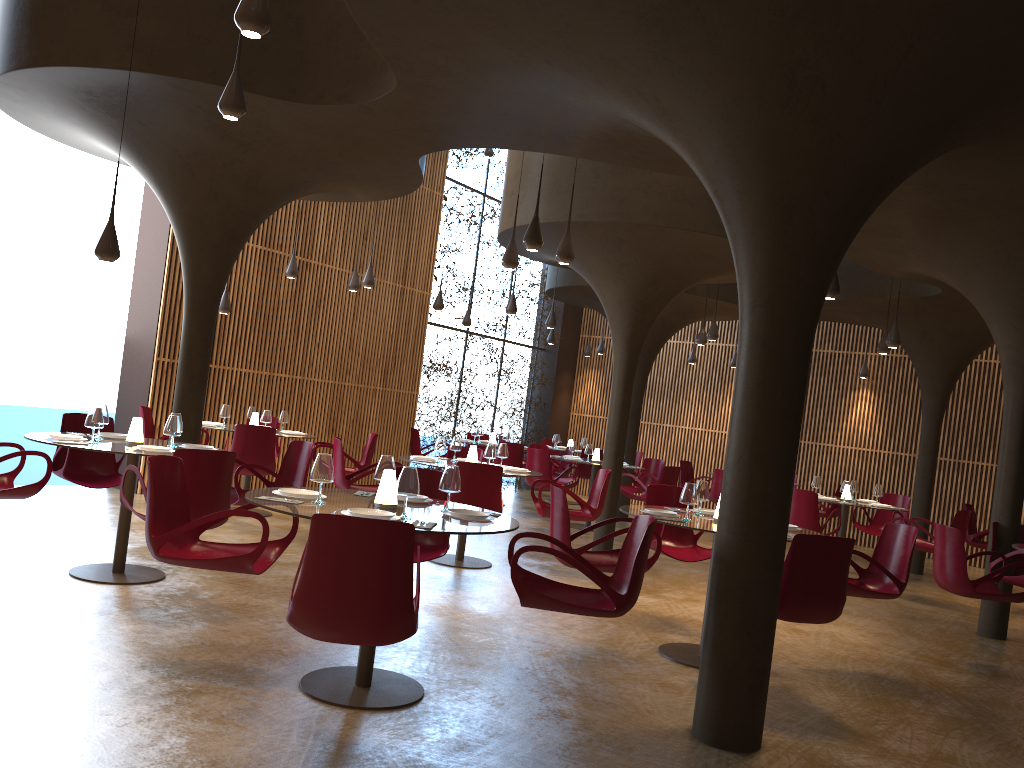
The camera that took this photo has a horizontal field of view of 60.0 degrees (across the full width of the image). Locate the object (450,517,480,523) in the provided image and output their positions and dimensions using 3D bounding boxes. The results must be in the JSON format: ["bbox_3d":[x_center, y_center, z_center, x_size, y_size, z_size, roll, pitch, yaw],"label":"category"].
[{"bbox_3d":[-0.270,0.817,5.473,0.204,0.012,0.411,7,-2,5],"label":"object"}]

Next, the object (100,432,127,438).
[{"bbox_3d":[-3.598,0.465,8.003,0.263,0.029,0.263,7,-2,13],"label":"object"}]

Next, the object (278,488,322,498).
[{"bbox_3d":[-1.307,0.676,5.461,0.263,0.029,0.263,8,-2,-27],"label":"object"}]

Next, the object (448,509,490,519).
[{"bbox_3d":[-0.269,0.806,5.477,0.263,0.029,0.263,6,-2,28],"label":"object"}]

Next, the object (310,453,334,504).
[{"bbox_3d":[-1.135,0.564,5.290,0.142,0.295,0.141,8,-1,-41],"label":"object"}]

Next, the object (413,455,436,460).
[{"bbox_3d":[-1.012,0.855,10.233,0.263,0.029,0.263,7,-2,8],"label":"object"}]

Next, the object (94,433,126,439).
[{"bbox_3d":[-3.600,0.475,8.003,0.332,0.014,0.332,7,-2,-3],"label":"object"}]

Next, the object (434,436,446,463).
[{"bbox_3d":[-0.820,0.746,10.082,0.141,0.295,0.142,7,-1,31],"label":"object"}]

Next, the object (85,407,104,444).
[{"bbox_3d":[-3.411,0.338,7.240,0.142,0.295,0.141,7,-1,-38],"label":"object"}]

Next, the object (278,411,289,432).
[{"bbox_3d":[-3.156,0.518,12.231,0.141,0.295,0.142,7,-1,40],"label":"object"}]

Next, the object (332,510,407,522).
[{"bbox_3d":[-0.791,0.736,4.934,0.410,0.012,0.204,7,-2,-1],"label":"object"}]

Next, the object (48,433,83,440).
[{"bbox_3d":[-3.658,0.436,7.261,0.263,0.029,0.263,7,-2,5],"label":"object"}]

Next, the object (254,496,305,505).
[{"bbox_3d":[-1.353,0.678,5.162,0.262,0.017,0.126,7,-2,5],"label":"object"}]

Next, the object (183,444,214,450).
[{"bbox_3d":[-2.792,0.563,7.889,0.263,0.029,0.263,6,-2,43],"label":"object"}]

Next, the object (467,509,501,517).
[{"bbox_3d":[-0.208,0.840,5.773,0.262,0.017,0.126,7,-2,9],"label":"object"}]

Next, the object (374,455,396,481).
[{"bbox_3d":[-0.836,0.618,5.832,0.141,0.295,0.142,7,-1,43],"label":"object"}]

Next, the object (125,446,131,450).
[{"bbox_3d":[-2.917,0.538,7.213,0.411,0.012,0.204,8,-2,-36],"label":"object"}]

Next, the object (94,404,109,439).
[{"bbox_3d":[-3.611,0.328,7.772,0.142,0.295,0.142,7,0,20],"label":"object"}]

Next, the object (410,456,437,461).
[{"bbox_3d":[-1.013,0.865,10.233,0.332,0.014,0.332,7,-2,-2],"label":"object"}]

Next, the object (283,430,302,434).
[{"bbox_3d":[-2.989,0.663,12.087,0.263,0.029,0.263,8,-2,-36],"label":"object"}]

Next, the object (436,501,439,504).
[{"bbox_3d":[-0.695,0.780,6.007,0.411,0.012,0.204,7,-2,-5],"label":"object"}]

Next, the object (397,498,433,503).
[{"bbox_3d":[-0.700,0.778,6.006,0.332,0.014,0.331,8,-2,-36],"label":"object"}]

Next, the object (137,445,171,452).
[{"bbox_3d":[-2.913,0.527,7.217,0.263,0.029,0.263,8,-2,-19],"label":"object"}]

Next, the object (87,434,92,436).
[{"bbox_3d":[-3.597,0.476,8.006,0.411,0.012,0.204,9,-2,-40],"label":"object"}]

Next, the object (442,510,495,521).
[{"bbox_3d":[-0.270,0.816,5.477,0.332,0.014,0.331,8,-2,-23],"label":"object"}]

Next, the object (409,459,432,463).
[{"bbox_3d":[-1.022,0.862,9.930,0.262,0.017,0.126,7,-2,-2],"label":"object"}]

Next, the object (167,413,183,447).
[{"bbox_3d":[-3.007,0.408,7.894,0.142,0.295,0.142,7,0,25],"label":"object"}]

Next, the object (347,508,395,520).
[{"bbox_3d":[-0.785,0.726,4.935,0.263,0.029,0.263,6,-2,26],"label":"object"}]

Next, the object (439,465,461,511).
[{"bbox_3d":[-0.398,0.667,5.659,0.142,0.295,0.142,7,0,19],"label":"object"}]

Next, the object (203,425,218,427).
[{"bbox_3d":[-3.975,0.540,11.533,0.262,0.017,0.126,7,-2,-8],"label":"object"}]

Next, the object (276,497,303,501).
[{"bbox_3d":[-1.309,0.687,5.465,0.204,0.012,0.411,7,-2,1],"label":"object"}]

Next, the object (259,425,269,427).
[{"bbox_3d":[-3.527,0.608,12.504,0.263,0.029,0.263,6,-2,38],"label":"object"}]

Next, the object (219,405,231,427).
[{"bbox_3d":[-3.791,0.423,11.703,0.141,0.295,0.142,7,-1,36],"label":"object"}]

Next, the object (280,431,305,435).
[{"bbox_3d":[-2.991,0.672,12.087,0.332,0.014,0.331,8,-2,-30],"label":"object"}]

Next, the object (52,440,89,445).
[{"bbox_3d":[-3.494,0.466,7.010,0.262,0.017,0.126,8,-2,-37],"label":"object"}]

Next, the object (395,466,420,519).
[{"bbox_3d":[-0.604,0.625,5.098,0.142,0.295,0.142,7,0,25],"label":"object"}]

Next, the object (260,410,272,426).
[{"bbox_3d":[-3.230,0.491,11.637,0.142,0.295,0.141,7,-1,-33],"label":"object"}]

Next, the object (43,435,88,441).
[{"bbox_3d":[-3.659,0.445,7.261,0.331,0.014,0.332,6,-2,40],"label":"object"}]

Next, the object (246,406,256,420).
[{"bbox_3d":[-3.621,0.462,12.300,0.142,0.295,0.141,7,-1,-37],"label":"object"}]

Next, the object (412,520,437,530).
[{"bbox_3d":[-0.489,0.779,4.899,0.126,0.017,0.262,7,-2,3],"label":"object"}]

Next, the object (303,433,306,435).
[{"bbox_3d":[-2.996,0.688,12.389,0.262,0.017,0.126,7,-2,-4],"label":"object"}]

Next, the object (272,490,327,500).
[{"bbox_3d":[-1.309,0.686,5.461,0.331,0.014,0.332,7,-2,18],"label":"object"}]

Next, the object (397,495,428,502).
[{"bbox_3d":[-0.699,0.768,6.006,0.263,0.029,0.263,7,-2,6],"label":"object"}]

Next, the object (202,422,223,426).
[{"bbox_3d":[-3.999,0.539,11.834,0.331,0.014,0.332,6,-2,27],"label":"object"}]

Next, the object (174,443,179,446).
[{"bbox_3d":[-2.978,0.563,8.128,0.262,0.017,0.126,9,-2,-41],"label":"object"}]

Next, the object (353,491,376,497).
[{"bbox_3d":[-1.000,0.748,6.020,0.126,0.017,0.262,7,-2,-1],"label":"object"}]

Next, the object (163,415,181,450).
[{"bbox_3d":[-2.854,0.413,7.446,0.142,0.295,0.141,8,-1,-44],"label":"object"}]

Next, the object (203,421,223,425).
[{"bbox_3d":[-3.998,0.529,11.834,0.263,0.029,0.263,8,-2,-17],"label":"object"}]

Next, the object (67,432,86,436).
[{"bbox_3d":[-3.855,0.445,7.843,0.126,0.017,0.261,8,-2,-35],"label":"object"}]

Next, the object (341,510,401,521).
[{"bbox_3d":[-0.786,0.735,4.935,0.331,0.014,0.332,6,-2,42],"label":"object"}]

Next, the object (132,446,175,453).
[{"bbox_3d":[-2.914,0.537,7.217,0.331,0.014,0.332,7,-2,7],"label":"object"}]

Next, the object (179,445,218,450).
[{"bbox_3d":[-2.793,0.572,7.889,0.331,0.014,0.332,6,-2,27],"label":"object"}]
